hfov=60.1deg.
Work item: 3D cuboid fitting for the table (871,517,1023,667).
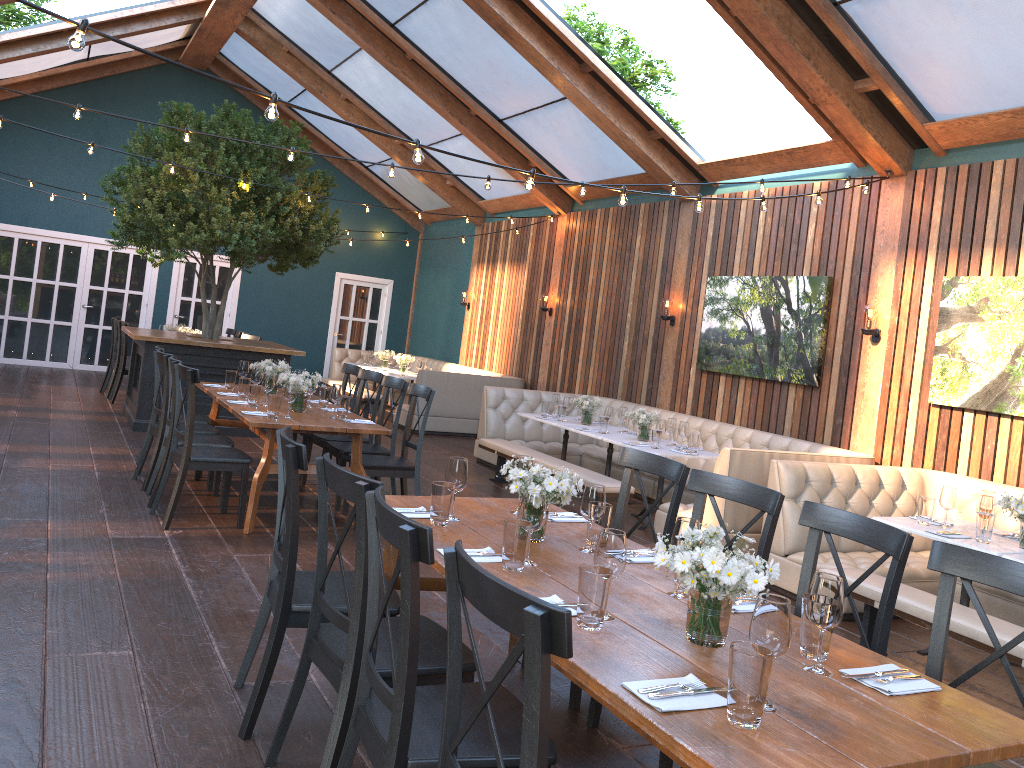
[{"bbox_3d":[2.613,1.194,5.093,0.796,0.672,0.802,6,2,-29],"label":"table"}]

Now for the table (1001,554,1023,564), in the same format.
[{"bbox_3d":[2.988,1.283,4.369,0.796,0.672,0.802,6,2,-28],"label":"table"}]

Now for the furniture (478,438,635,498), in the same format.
[{"bbox_3d":[0.304,0.872,8.066,0.312,0.399,2.339,7,3,-28],"label":"furniture"}]

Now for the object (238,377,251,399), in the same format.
[{"bbox_3d":[-2.076,0.033,6.857,0.091,0.158,0.092,7,0,-21],"label":"object"}]

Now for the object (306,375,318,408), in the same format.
[{"bbox_3d":[-1.543,0.059,6.789,0.092,0.244,0.092,7,0,15],"label":"object"}]

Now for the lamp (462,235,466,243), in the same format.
[{"bbox_3d":[-0.668,-1.999,12.215,0.066,0.118,0.056,7,0,38],"label":"lamp"}]

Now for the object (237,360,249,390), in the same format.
[{"bbox_3d":[-2.285,-0.074,7.501,0.092,0.244,0.092,7,0,20],"label":"object"}]

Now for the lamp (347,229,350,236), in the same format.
[{"bbox_3d":[-2.999,-2.778,16.215,0.056,0.120,0.056,7,0,-7],"label":"lamp"}]

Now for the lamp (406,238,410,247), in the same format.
[{"bbox_3d":[-1.424,-1.938,12.114,0.056,0.121,0.056,7,0,40],"label":"lamp"}]

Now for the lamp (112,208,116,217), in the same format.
[{"bbox_3d":[-5.161,-2.231,11.489,0.056,0.119,0.060,7,0,9],"label":"lamp"}]

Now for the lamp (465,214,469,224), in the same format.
[{"bbox_3d":[-0.564,-2.097,11.232,0.056,0.121,0.056,7,0,44],"label":"lamp"}]

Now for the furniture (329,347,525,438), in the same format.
[{"bbox_3d":[-1.466,0.079,13.937,1.704,0.859,4.176,6,3,-28],"label":"furniture"}]

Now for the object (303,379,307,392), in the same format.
[{"bbox_3d":[-1.735,0.041,7.372,0.092,0.158,0.092,7,0,-1],"label":"object"}]

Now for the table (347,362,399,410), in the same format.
[{"bbox_3d":[-2.250,0.045,14.478,0.796,0.672,0.802,6,2,-28],"label":"table"}]

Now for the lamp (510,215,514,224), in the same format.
[{"bbox_3d":[0.003,-2.175,11.734,0.064,0.118,0.056,7,0,-19],"label":"lamp"}]

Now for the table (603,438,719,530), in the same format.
[{"bbox_3d":[1.286,0.881,7.654,0.796,0.672,0.802,6,2,-28],"label":"table"}]

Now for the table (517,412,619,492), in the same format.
[{"bbox_3d":[0.536,0.704,9.101,0.796,0.672,0.802,6,2,-29],"label":"table"}]

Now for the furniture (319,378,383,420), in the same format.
[{"bbox_3d":[-2.487,0.212,13.452,0.312,0.399,2.339,7,3,-28],"label":"furniture"}]

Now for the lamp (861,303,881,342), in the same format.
[{"bbox_3d":[3.012,-0.516,7.430,0.177,0.320,0.147,7,0,-28],"label":"lamp"}]

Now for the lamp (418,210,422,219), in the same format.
[{"bbox_3d":[-1.110,-2.047,10.696,0.056,0.117,0.068,7,0,-31],"label":"lamp"}]

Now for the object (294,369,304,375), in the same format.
[{"bbox_3d":[-1.759,0.006,7.274,0.092,0.244,0.092,7,0,-30],"label":"object"}]

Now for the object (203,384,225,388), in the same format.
[{"bbox_3d":[-2.489,0.013,7.521,0.254,0.019,0.158,5,4,-27],"label":"object"}]

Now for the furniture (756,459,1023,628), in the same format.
[{"bbox_3d":[3.389,1.226,4.569,1.704,0.859,4.176,6,3,-28],"label":"furniture"}]

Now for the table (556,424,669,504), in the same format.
[{"bbox_3d":[0.911,0.792,8.377,0.796,0.672,0.802,6,2,-28],"label":"table"}]

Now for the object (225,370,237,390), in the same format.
[{"bbox_3d":[-2.349,-0.031,7.379,0.091,0.158,0.092,7,0,-11],"label":"object"}]

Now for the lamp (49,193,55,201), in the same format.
[{"bbox_3d":[-5.864,-2.390,11.295,0.056,0.115,0.074,7,1,15],"label":"lamp"}]

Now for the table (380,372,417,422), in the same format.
[{"bbox_3d":[-1.500,0.222,13.030,0.796,0.672,0.802,6,2,-29],"label":"table"}]

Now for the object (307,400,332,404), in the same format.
[{"bbox_3d":[-1.612,0.141,7.258,0.254,0.019,0.158,5,4,-27],"label":"object"}]

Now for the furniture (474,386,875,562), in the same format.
[{"bbox_3d":[1.310,0.735,8.580,1.704,0.859,4.176,6,3,-28],"label":"furniture"}]

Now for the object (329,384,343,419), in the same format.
[{"bbox_3d":[-1.254,0.124,6.298,0.092,0.244,0.092,7,0,-2],"label":"object"}]

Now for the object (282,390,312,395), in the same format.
[{"bbox_3d":[-1.889,0.073,7.768,0.254,0.019,0.158,5,4,-27],"label":"object"}]

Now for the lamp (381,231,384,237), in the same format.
[{"bbox_3d":[-2.439,-2.836,16.728,0.056,0.121,0.056,7,0,44],"label":"lamp"}]

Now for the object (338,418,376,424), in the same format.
[{"bbox_3d":[-1.102,0.259,6.257,0.254,0.019,0.158,5,4,-27],"label":"object"}]

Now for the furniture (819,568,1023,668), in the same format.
[{"bbox_3d":[2.381,1.363,4.058,0.312,0.399,2.339,7,3,-28],"label":"furniture"}]

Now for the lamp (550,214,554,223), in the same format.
[{"bbox_3d":[0.559,-2.292,12.256,0.056,0.120,0.056,7,0,1],"label":"lamp"}]

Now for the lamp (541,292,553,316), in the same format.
[{"bbox_3d":[0.477,-1.116,12.322,0.177,0.320,0.147,7,0,-28],"label":"lamp"}]

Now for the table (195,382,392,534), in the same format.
[{"bbox_3d":[-1.840,0.508,6.883,0.947,0.729,2.441,6,3,-28],"label":"table"}]

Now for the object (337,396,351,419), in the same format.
[{"bbox_3d":[-1.220,0.166,6.387,0.092,0.158,0.091,7,0,9],"label":"object"}]

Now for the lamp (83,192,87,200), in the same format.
[{"bbox_3d":[-6.308,-2.774,13.074,0.056,0.121,0.056,7,0,-4],"label":"lamp"}]

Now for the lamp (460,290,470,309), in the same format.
[{"bbox_3d":[-0.786,-1.414,14.759,0.177,0.320,0.147,7,0,-28],"label":"lamp"}]

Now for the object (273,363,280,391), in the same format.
[{"bbox_3d":[-2.066,-0.063,7.790,0.092,0.244,0.092,7,0,43],"label":"object"}]

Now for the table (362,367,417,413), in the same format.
[{"bbox_3d":[-1.875,0.134,13.754,0.796,0.672,0.802,6,2,-28],"label":"table"}]

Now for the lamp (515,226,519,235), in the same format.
[{"bbox_3d":[0.071,-2.134,12.316,0.073,0.115,0.056,7,0,-22],"label":"lamp"}]

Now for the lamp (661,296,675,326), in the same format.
[{"bbox_3d":[1.740,-0.817,9.886,0.177,0.320,0.147,7,0,-28],"label":"lamp"}]

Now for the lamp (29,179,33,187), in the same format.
[{"bbox_3d":[-6.802,-2.842,12.526,0.056,0.120,0.056,7,0,-26],"label":"lamp"}]

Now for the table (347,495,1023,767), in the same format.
[{"bbox_3d":[0.234,0.998,2.882,0.947,0.729,2.441,6,3,-28],"label":"table"}]

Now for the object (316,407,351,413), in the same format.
[{"bbox_3d":[-1.370,0.195,6.777,0.254,0.019,0.158,5,4,-27],"label":"object"}]

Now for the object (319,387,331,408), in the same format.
[{"bbox_3d":[-1.465,0.106,6.910,0.092,0.158,0.091,7,0,29],"label":"object"}]

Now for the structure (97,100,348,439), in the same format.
[{"bbox_3d":[-3.354,-1.367,10.191,2.707,3.697,2.860,7,1,-19],"label":"structure"}]

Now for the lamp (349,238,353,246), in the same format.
[{"bbox_3d":[-2.185,-1.929,12.017,0.056,0.121,0.056,7,0,39],"label":"lamp"}]
